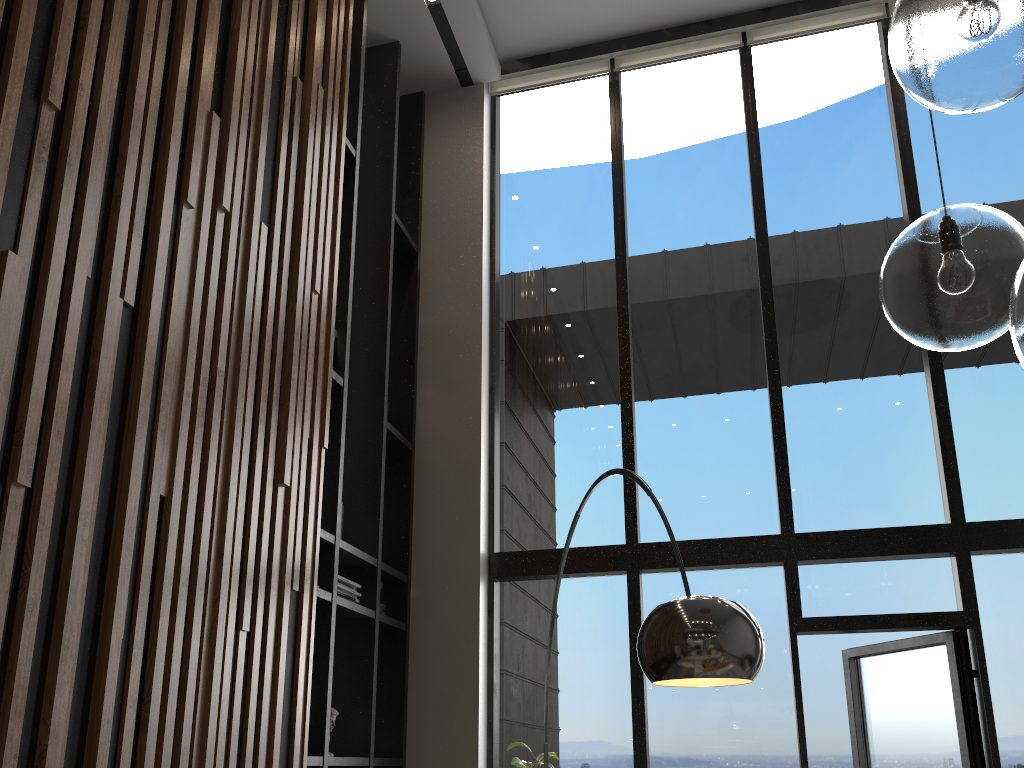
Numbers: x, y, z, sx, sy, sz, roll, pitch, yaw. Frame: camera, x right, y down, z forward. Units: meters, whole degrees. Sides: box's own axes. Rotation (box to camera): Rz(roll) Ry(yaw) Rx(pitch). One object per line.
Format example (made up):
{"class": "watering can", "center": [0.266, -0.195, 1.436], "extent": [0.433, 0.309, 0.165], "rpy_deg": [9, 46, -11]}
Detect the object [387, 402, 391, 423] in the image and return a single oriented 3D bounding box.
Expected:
{"class": "object", "center": [-0.787, 0.227, 5.266], "extent": [0.102, 0.219, 0.106], "rpy_deg": [0, -17, -1]}

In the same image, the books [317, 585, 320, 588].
{"class": "books", "center": [-1.059, 0.891, 3.989], "extent": [0.328, 0.069, 0.183], "rpy_deg": [-6, -23, 13]}

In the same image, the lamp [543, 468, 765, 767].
{"class": "lamp", "center": [0.351, 1.415, 2.941], "extent": [0.320, 2.226, 2.131], "rpy_deg": [2, -20, -8]}

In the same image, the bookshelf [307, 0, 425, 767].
{"class": "bookshelf", "center": [-0.941, 0.165, 4.687], "extent": [0.339, 5.074, 1.520], "rpy_deg": [-4, -17, 14]}

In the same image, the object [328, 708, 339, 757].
{"class": "object", "center": [-0.930, 1.692, 4.257], "extent": [0.140, 0.233, 0.141], "rpy_deg": [12, -22, -33]}

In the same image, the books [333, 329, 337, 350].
{"class": "books", "center": [-1.035, -0.216, 4.321], "extent": [0.186, 0.285, 0.384], "rpy_deg": [-5, -21, 14]}

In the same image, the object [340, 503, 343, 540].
{"class": "object", "center": [-0.933, 0.744, 4.534], "extent": [0.104, 0.248, 0.109], "rpy_deg": [2, -17, -5]}

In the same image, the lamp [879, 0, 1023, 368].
{"class": "lamp", "center": [0.977, -2.179, 1.667], "extent": [1.234, 4.771, 1.284], "rpy_deg": [-3, -17, 11]}

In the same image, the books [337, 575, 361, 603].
{"class": "books", "center": [-0.926, 1.062, 4.449], "extent": [0.219, 0.122, 0.338], "rpy_deg": [-5, -23, 13]}

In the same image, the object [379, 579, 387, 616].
{"class": "object", "center": [-0.762, 1.208, 4.906], "extent": [0.059, 0.222, 0.197], "rpy_deg": [-5, -20, 16]}
